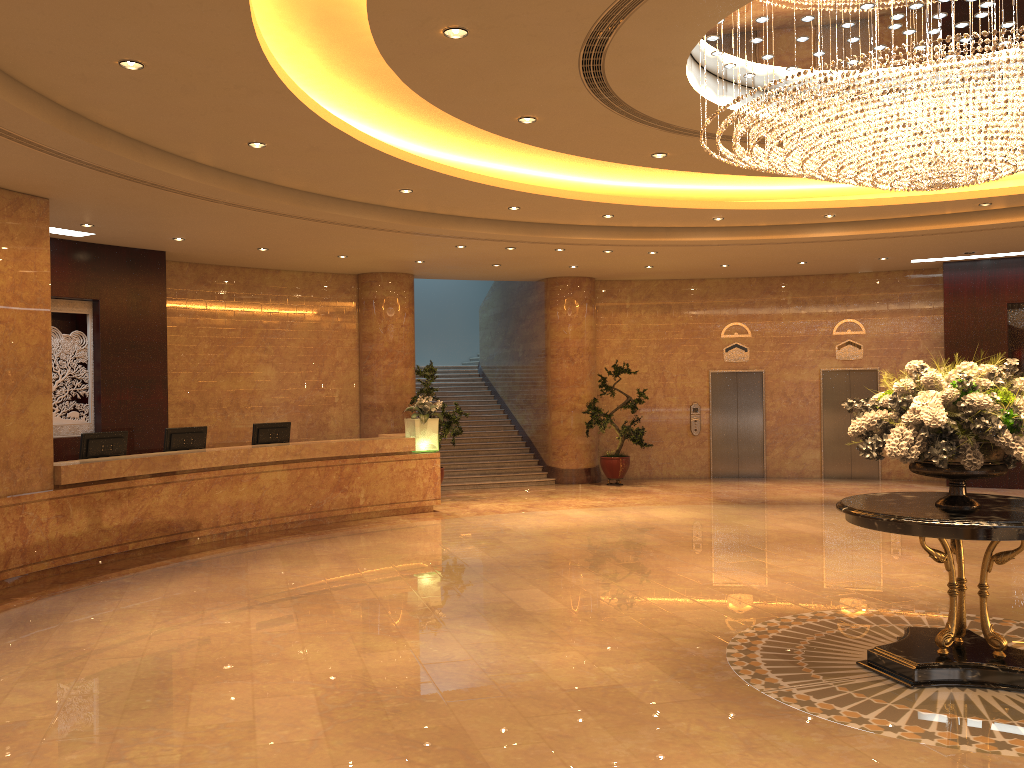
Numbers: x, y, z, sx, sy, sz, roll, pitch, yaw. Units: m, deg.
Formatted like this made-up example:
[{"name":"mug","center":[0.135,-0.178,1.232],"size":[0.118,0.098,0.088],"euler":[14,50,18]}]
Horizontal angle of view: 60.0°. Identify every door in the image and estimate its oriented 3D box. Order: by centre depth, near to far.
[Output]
[{"name":"door","center":[6.554,0.767,17.182],"size":[1.070,2.149,0.150],"euler":[-1,0,19]},{"name":"door","center":[4.483,0.796,17.658],"size":[1.070,2.145,0.150],"euler":[-1,0,8]}]

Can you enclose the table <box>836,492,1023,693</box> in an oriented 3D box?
[{"name":"table","center":[2.978,1.356,5.961],"size":[1.493,1.089,1.493],"euler":[-1,0,-24]}]

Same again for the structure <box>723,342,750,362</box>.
[{"name":"structure","center":[4.458,-0.630,17.615],"size":[0.504,0.405,0.012],"euler":[-1,0,7]}]

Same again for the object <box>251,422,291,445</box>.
[{"name":"object","center":[-3.417,0.798,12.595],"size":[0.531,0.500,0.430],"euler":[-1,0,-9]}]

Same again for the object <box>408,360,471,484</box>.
[{"name":"object","center":[-1.357,0.780,15.176],"size":[0.843,2.363,1.250],"euler":[-1,0,-37]}]

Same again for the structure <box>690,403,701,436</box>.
[{"name":"structure","center":[3.658,0.703,17.679],"size":[0.200,0.661,0.053],"euler":[-1,0,4]}]

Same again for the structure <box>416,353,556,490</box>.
[{"name":"structure","center":[-1.469,-0.824,19.884],"size":[9.849,5.560,7.472],"euler":[-1,0,-17]}]

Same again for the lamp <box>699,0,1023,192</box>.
[{"name":"lamp","center":[2.909,-1.933,6.011],"size":[3.204,1.196,3.206],"euler":[-1,0,20]}]

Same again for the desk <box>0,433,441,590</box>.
[{"name":"desk","center":[-4.433,1.438,8.726],"size":[3.466,1.155,12.951],"euler":[-1,0,17]}]

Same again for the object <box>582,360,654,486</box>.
[{"name":"object","center":[1.965,0.727,16.658],"size":[1.250,2.363,0.843],"euler":[-1,0,4]}]

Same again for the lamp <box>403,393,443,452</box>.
[{"name":"lamp","center":[-1.346,0.585,13.732],"size":[0.606,0.897,0.532],"euler":[-1,0,-38]}]

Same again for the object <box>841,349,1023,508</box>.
[{"name":"object","center":[2.939,0.313,5.933],"size":[1.318,0.999,1.277],"euler":[-1,0,13]}]

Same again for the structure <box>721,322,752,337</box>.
[{"name":"structure","center":[4.451,-1.077,17.613],"size":[0.600,0.293,0.010],"euler":[-1,0,7]}]

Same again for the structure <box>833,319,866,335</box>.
[{"name":"structure","center":[6.509,-1.108,17.130],"size":[0.600,0.293,0.010],"euler":[-1,0,19]}]

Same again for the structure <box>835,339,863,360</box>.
[{"name":"structure","center":[6.518,-0.661,17.132],"size":[0.504,0.405,0.012],"euler":[-1,0,18]}]

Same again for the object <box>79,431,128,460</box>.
[{"name":"object","center":[-4.882,0.822,10.609],"size":[0.531,0.500,0.430],"euler":[-1,0,-21]}]

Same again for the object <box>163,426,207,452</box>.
[{"name":"object","center":[-4.265,0.812,11.586],"size":[0.531,0.500,0.430],"euler":[-1,0,-15]}]
